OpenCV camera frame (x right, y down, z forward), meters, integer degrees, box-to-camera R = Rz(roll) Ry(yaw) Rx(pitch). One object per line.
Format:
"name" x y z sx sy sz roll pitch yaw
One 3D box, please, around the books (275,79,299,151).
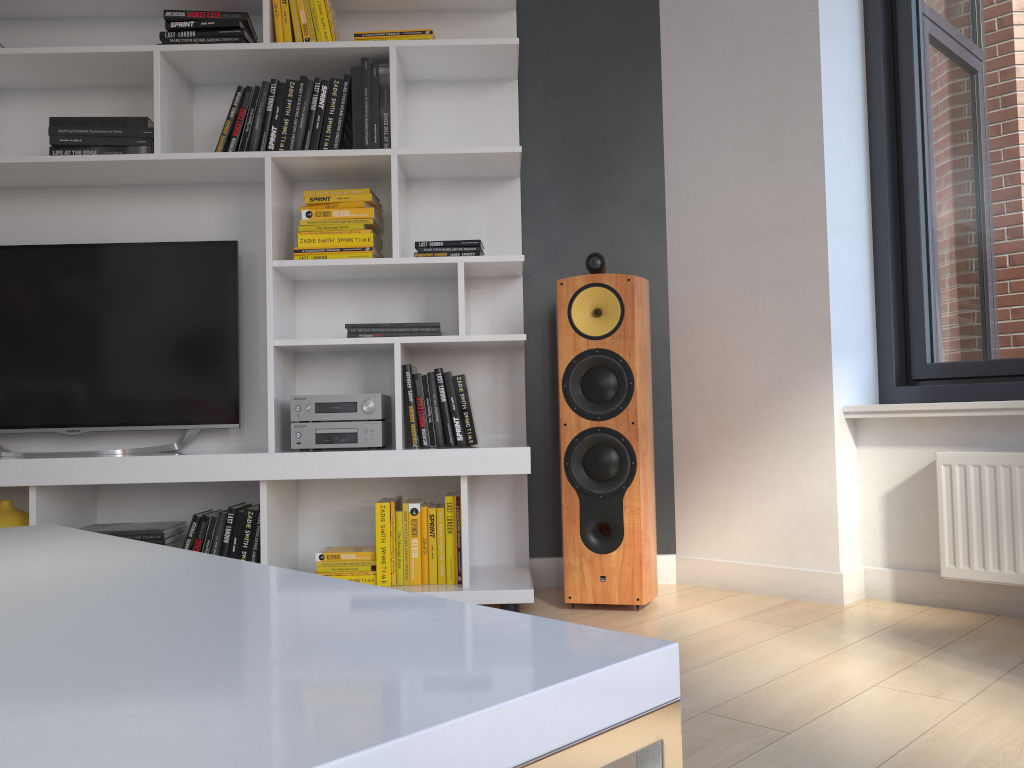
"books" -0.728 -0.859 2.959 0.084 0.249 0.191 -1 -2 -1

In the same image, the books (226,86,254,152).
"books" -0.881 -0.846 2.959 0.096 0.234 0.187 -1 -2 0

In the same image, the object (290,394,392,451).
"object" -0.554 0.125 2.909 0.285 0.174 0.270 -1 -2 -1

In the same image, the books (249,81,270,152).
"books" -0.815 -0.852 2.933 0.069 0.242 0.172 -1 -2 0

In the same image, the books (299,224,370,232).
"books" -0.586 -0.507 2.965 0.217 0.023 0.145 -1 -2 4

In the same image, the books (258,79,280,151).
"books" -0.792 -0.859 2.960 0.075 0.254 0.192 -1 -2 -1

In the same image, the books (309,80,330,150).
"books" -0.623 -0.859 2.945 0.071 0.243 0.179 -1 -2 -2

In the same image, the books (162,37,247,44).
"books" -1.012 -1.118 2.986 0.264 0.020 0.189 -1 -2 -2

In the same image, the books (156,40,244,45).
"books" -1.010 -1.093 2.981 0.284 0.030 0.214 -1 -2 3

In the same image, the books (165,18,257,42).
"books" -1.007 -1.172 2.981 0.246 0.026 0.180 -1 -2 2

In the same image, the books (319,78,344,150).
"books" -0.585 -0.862 2.957 0.084 0.249 0.191 -1 -2 -1

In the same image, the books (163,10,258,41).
"books" -1.011 -1.198 2.993 0.266 0.030 0.209 -1 -2 -7

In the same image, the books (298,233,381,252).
"books" -0.573 -0.461 2.970 0.243 0.042 0.189 -1 -2 -1

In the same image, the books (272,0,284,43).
"books" -0.759 -1.200 2.927 0.041 0.229 0.161 -1 -2 -2

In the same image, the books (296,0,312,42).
"books" -0.674 -1.177 2.932 0.054 0.180 0.132 -1 -2 0

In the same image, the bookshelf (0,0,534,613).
"bookshelf" -1.460 -0.295 2.869 3.000 2.052 0.455 -1 -2 -1

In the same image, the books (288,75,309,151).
"books" -0.694 -0.864 2.960 0.066 0.260 0.197 -1 -2 -1

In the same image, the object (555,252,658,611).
"object" 0.315 0.146 2.873 0.290 1.088 0.434 -2 -2 14

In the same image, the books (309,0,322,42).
"books" -0.635 -1.169 2.913 0.046 0.161 0.108 -1 -2 -2

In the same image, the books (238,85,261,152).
"books" -0.850 -0.848 2.945 0.081 0.233 0.169 -1 -2 -1

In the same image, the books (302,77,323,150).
"books" -0.649 -0.863 2.958 0.075 0.254 0.192 -1 -2 -1

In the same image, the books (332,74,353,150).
"books" -0.551 -0.868 2.959 0.066 0.260 0.197 -1 -2 -1

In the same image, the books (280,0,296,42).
"books" -0.736 -1.198 2.945 0.041 0.224 0.163 -1 -2 -2

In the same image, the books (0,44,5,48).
"books" -1.829 -1.083 2.970 0.310 0.047 0.250 -1 -2 -5

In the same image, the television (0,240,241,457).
"television" -1.464 -0.117 2.972 1.102 0.704 0.207 -1 -2 -1

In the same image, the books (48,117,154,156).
"books" -1.327 -0.788 2.981 0.343 0.137 0.277 -1 -2 -5

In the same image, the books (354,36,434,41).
"books" -0.377 -1.107 2.968 0.257 0.028 0.194 -2 -2 4

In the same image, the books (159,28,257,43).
"books" -1.010 -1.143 3.007 0.284 0.030 0.214 -1 -2 3

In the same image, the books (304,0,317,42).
"books" -0.654 -1.177 2.925 0.044 0.178 0.128 -1 -2 -1

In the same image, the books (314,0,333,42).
"books" -0.612 -1.181 2.928 0.064 0.184 0.141 -1 -2 0

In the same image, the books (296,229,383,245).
"books" -0.576 -0.489 2.985 0.251 0.014 0.189 -1 -2 3

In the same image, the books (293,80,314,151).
"books" -0.672 -0.856 2.932 0.069 0.242 0.172 -1 -2 0

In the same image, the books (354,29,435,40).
"books" -0.381 -1.132 2.978 0.257 0.024 0.203 -1 -2 2

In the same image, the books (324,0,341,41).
"books" -0.589 -1.182 2.937 0.044 0.184 0.142 -1 -2 0

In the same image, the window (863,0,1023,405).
"window" 1.946 -1.171 2.370 1.960 2.402 0.170 -4 -3 44

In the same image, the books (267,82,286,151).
"books" -0.765 -0.853 2.953 0.068 0.243 0.179 -1 -2 -2

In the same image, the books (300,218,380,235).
"books" -0.574 -0.527 2.984 0.239 0.019 0.171 -1 -2 -1

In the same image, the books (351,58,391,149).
"books" -0.455 -0.894 2.988 0.128 0.321 0.259 -1 -2 -1

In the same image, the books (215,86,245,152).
"books" -0.915 -0.847 2.954 0.104 0.234 0.182 -1 -2 0

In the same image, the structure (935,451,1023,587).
"structure" 1.774 0.393 2.051 1.474 0.460 0.110 -4 -3 44

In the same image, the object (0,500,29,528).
"object" -1.594 0.494 2.794 0.185 0.257 0.185 0 -2 -23

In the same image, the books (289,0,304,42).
"books" -0.706 -1.198 2.954 0.054 0.224 0.164 -1 -2 -1
